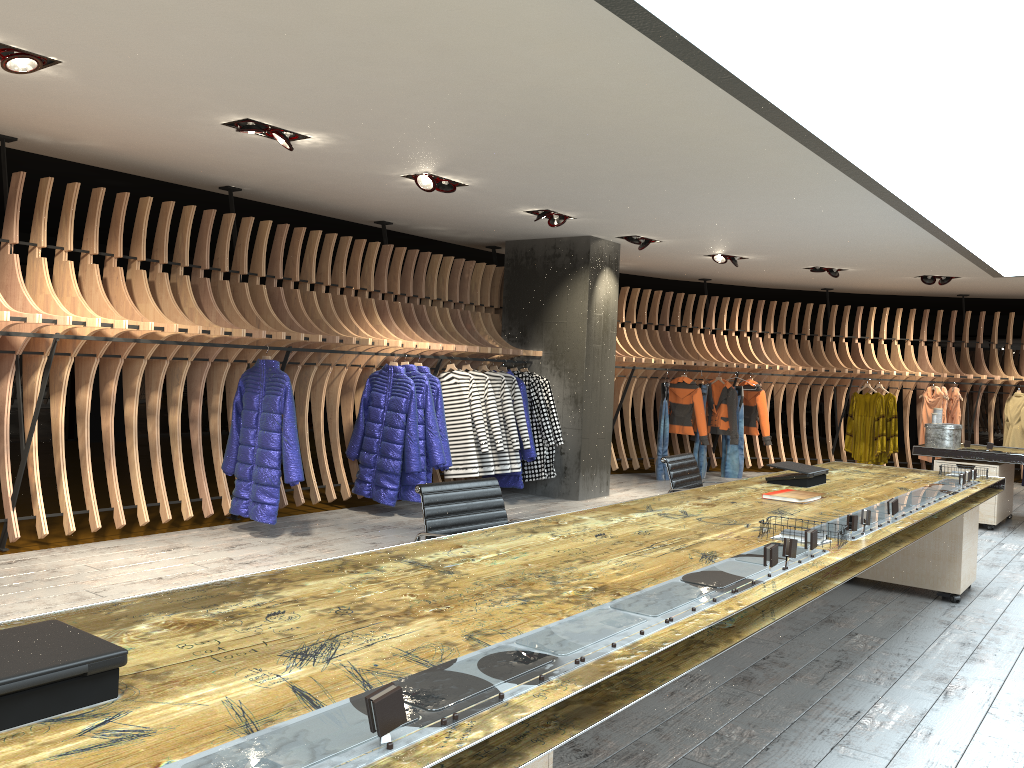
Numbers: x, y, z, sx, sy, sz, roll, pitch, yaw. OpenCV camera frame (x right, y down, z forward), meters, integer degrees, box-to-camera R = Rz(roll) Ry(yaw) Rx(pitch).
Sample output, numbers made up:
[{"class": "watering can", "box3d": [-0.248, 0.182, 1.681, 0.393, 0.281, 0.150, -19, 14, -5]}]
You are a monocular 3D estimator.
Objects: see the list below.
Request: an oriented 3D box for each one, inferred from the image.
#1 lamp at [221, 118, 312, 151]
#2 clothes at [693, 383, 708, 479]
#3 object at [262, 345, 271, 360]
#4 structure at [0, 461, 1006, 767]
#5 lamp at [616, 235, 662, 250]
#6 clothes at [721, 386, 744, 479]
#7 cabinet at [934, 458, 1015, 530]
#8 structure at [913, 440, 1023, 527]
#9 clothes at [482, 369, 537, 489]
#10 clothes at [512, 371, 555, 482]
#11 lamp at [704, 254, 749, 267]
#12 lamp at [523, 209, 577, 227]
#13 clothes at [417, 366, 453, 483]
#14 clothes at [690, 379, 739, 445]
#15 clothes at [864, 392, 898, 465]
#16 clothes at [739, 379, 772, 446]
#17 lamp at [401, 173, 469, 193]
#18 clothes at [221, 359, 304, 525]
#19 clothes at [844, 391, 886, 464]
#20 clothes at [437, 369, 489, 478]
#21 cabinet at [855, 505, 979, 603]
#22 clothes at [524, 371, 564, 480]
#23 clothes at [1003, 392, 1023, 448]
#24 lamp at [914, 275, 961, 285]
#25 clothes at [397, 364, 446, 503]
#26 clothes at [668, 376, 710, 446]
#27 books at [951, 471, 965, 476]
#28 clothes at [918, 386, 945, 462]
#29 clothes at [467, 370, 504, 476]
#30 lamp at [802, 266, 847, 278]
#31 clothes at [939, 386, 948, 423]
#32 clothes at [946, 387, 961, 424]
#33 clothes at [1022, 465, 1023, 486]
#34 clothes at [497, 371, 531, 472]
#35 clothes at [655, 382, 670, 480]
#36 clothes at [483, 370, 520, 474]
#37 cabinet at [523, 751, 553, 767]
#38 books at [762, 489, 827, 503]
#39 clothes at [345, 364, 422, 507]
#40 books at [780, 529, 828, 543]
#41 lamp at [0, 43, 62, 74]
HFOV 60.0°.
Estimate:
[{"class": "lamp", "box3d": [-1.537, -1.628, 5.569, 0.269, 0.294, 0.492, 3, 1, 36]}, {"class": "clothes", "box3d": [2.490, 0.700, 11.814, 0.200, 1.422, 0.309, 3, 0, 28]}, {"class": "object", "box3d": [-1.881, -0.165, 6.785, 0.525, 0.270, 0.012, 3, 0, 36]}, {"class": "structure", "box3d": [-0.165, 0.887, 2.280, 1.162, 0.844, 10.448, 3, 1, 36]}, {"class": "lamp", "box3d": [1.348, -1.568, 9.381, 0.269, 0.292, 0.492, 3, 1, 43]}, {"class": "clothes", "box3d": [3.014, 0.719, 12.095, 0.309, 1.422, 0.200, 3, 0, 8]}, {"class": "cabinet", "box3d": [4.742, 1.090, 9.109, 0.594, 0.630, 1.131, 3, 1, 36]}, {"class": "structure", "box3d": [1.184, 0.970, 1.016, 4.838, 0.844, 18.470, 3, 1, 36]}, {"class": "clothes", "box3d": [-0.085, 0.463, 9.259, 0.885, 1.239, 0.245, 3, 0, 33]}, {"class": "clothes", "box3d": [0.126, 0.458, 9.301, 0.807, 1.187, 0.191, 3, 0, 37]}, {"class": "lamp", "box3d": [2.526, -1.532, 10.441, 0.492, 0.296, 0.269, 2, 1, -34]}, {"class": "lamp", "box3d": [0.356, -1.590, 8.136, 0.269, 0.292, 0.492, 3, 1, 36]}, {"class": "clothes", "box3d": [-0.928, 0.445, 8.164, 0.885, 1.239, 0.245, 3, 0, 33]}, {"class": "clothes", "box3d": [2.765, 0.360, 11.933, 0.200, 0.881, 0.840, 3, 0, -33]}, {"class": "clothes", "box3d": [5.218, 0.634, 12.644, 0.168, 1.045, 0.665, 3, 0, -23]}, {"class": "clothes", "box3d": [3.267, 0.375, 12.215, 0.201, 0.881, 0.840, 3, 0, -23]}, {"class": "lamp", "box3d": [-0.591, -1.613, 6.853, 0.269, 0.286, 0.492, 3, 1, 36]}, {"class": "clothes", "box3d": [-1.944, 0.424, 6.787, 0.885, 1.239, 0.245, 3, 0, 33]}, {"class": "clothes", "box3d": [5.037, 0.626, 12.620, 0.168, 1.045, 0.665, 3, 0, -23]}, {"class": "clothes", "box3d": [-0.502, 0.389, 8.473, 0.752, 1.062, 0.128, 3, 0, 35]}, {"class": "cabinet", "box3d": [2.543, 1.046, 6.133, 1.132, 0.630, 0.593, 3, 1, 36]}, {"class": "clothes", "box3d": [0.231, 0.460, 9.457, 0.800, 1.185, 0.191, 3, 0, 37]}, {"class": "clothes", "box3d": [7.129, 0.561, 12.524, 0.250, 0.889, 0.705, 3, 0, -3]}, {"class": "lamp", "box3d": [5.500, -1.417, 11.463, 0.492, 0.297, 0.269, 3, 0, -4]}, {"class": "clothes", "box3d": [-0.971, 0.444, 7.974, 0.884, 1.246, 0.249, 3, 0, 33]}, {"class": "clothes", "box3d": [2.249, 0.338, 11.705, 0.200, 0.881, 0.840, 2, 0, -38]}, {"class": "books", "box3d": [3.109, 0.618, 6.096, 0.155, 0.025, 0.110, 3, 1, 31]}, {"class": "clothes", "box3d": [6.002, 0.605, 12.671, 0.125, 1.156, 0.447, 3, 0, -19]}, {"class": "clothes", "box3d": [-0.362, 0.392, 8.663, 0.752, 1.062, 0.128, 3, 0, 35]}, {"class": "lamp", "box3d": [3.943, -1.483, 11.150, 0.492, 0.293, 0.269, 2, 1, -21]}, {"class": "clothes", "box3d": [6.119, 0.610, 12.667, 0.125, 1.156, 0.447, 3, 0, 6]}, {"class": "clothes", "box3d": [6.283, 0.618, 12.651, 0.125, 1.156, 0.447, 3, 0, 1]}, {"class": "clothes", "box3d": [7.418, 0.902, 12.447, 0.087, 1.353, 0.539, 3, 0, -19]}, {"class": "clothes", "box3d": [-0.100, 0.397, 9.017, 0.752, 1.062, 0.128, 3, 0, 35]}, {"class": "clothes", "box3d": [1.984, 0.683, 11.503, 0.200, 1.422, 0.309, 3, 0, 13]}, {"class": "clothes", "box3d": [-0.206, 0.395, 8.874, 0.752, 1.062, 0.128, 3, 0, 35]}, {"class": "cabinet", "box3d": [-0.545, 0.983, 1.942, 1.132, 0.630, 0.593, 3, 1, 36]}, {"class": "books", "box3d": [1.461, 0.577, 4.578, 0.213, 0.026, 0.366, 3, 1, 37]}, {"class": "clothes", "box3d": [-1.182, 0.444, 7.954, 0.880, 1.260, 0.242, 3, 0, 33]}, {"class": "books", "box3d": [1.110, 0.577, 3.374, 0.155, 0.025, 0.110, 3, 1, 31]}, {"class": "lamp", "box3d": [-2.484, -1.648, 4.286, 0.269, 0.292, 0.492, 3, 1, 36]}]
